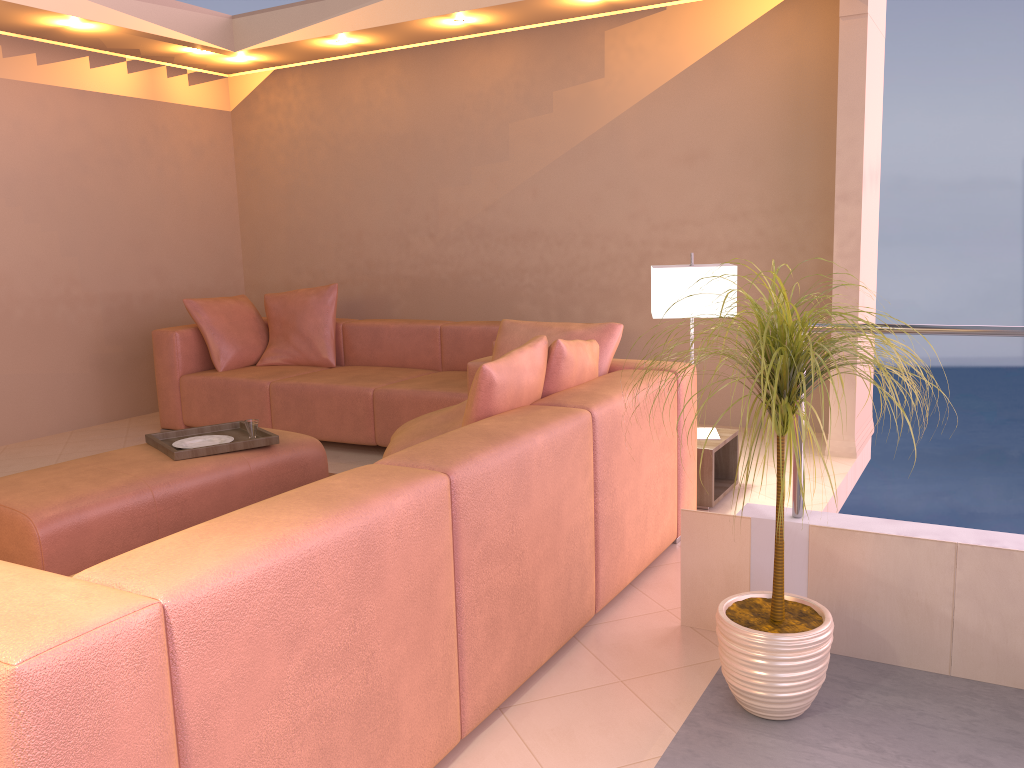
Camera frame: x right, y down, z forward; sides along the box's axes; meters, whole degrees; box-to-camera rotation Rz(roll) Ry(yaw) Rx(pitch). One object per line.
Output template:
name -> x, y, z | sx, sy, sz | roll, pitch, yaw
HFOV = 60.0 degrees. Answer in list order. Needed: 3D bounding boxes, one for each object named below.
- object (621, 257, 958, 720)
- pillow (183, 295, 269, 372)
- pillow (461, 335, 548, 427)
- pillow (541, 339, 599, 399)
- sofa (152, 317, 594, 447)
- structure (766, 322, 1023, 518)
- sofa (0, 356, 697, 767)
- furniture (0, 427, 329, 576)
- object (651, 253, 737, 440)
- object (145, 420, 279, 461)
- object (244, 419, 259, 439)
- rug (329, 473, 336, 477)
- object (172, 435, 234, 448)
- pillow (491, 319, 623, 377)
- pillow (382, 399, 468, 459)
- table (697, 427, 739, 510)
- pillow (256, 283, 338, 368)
object -> 0.630, 0.252, 2.076 | 0.729, 1.088, 0.703 | -2, 9, -2
pillow -> -1.810, -0.333, 5.804 | 0.335, 0.486, 0.554 | 3, 10, 25
pillow -> -0.039, 0.106, 2.699 | 0.211, 0.468, 0.470 | 2, 10, 24
pillow -> 0.155, 0.044, 3.034 | 0.255, 0.446, 0.492 | 0, 9, 13
sofa -> -0.865, -0.024, 5.382 | 2.781, 0.672, 0.943 | 3, 10, 29
structure -> 0.452, 0.451, 0.328 | 1.663, 0.541, 4.176 | 3, 10, 29
sofa -> -0.333, 0.423, 2.512 | 0.943, 0.672, 2.781 | 3, 10, 29
furniture -> -1.431, 0.427, 3.544 | 0.685, 0.301, 1.291 | 4, 11, 34
object -> 0.788, -0.171, 3.886 | 0.344, 0.799, 0.344 | -1, 9, 8
object -> -1.254, 0.229, 3.699 | 0.421, 0.034, 0.436 | -8, 11, -35
object -> -1.075, 0.196, 3.670 | 0.061, 0.091, 0.061 | 0, 9, 14
rug -> -1.773, 0.646, 3.506 | 1.833, 0.005, 2.626 | 3, 10, 29
object -> -1.264, 0.244, 3.634 | 0.240, 0.018, 0.240 | -3, 9, -7
pillow -> 0.135, -0.005, 3.382 | 0.519, 0.455, 0.314 | 3, 10, 25
pillow -> -0.204, 0.129, 3.199 | 0.514, 0.292, 0.517 | -2, 9, -2
table -> 0.532, 0.347, 4.079 | 0.918, 0.268, 0.412 | 3, 10, 29
pillow -> -1.383, -0.383, 5.775 | 0.582, 0.528, 0.302 | 0, 9, 13
